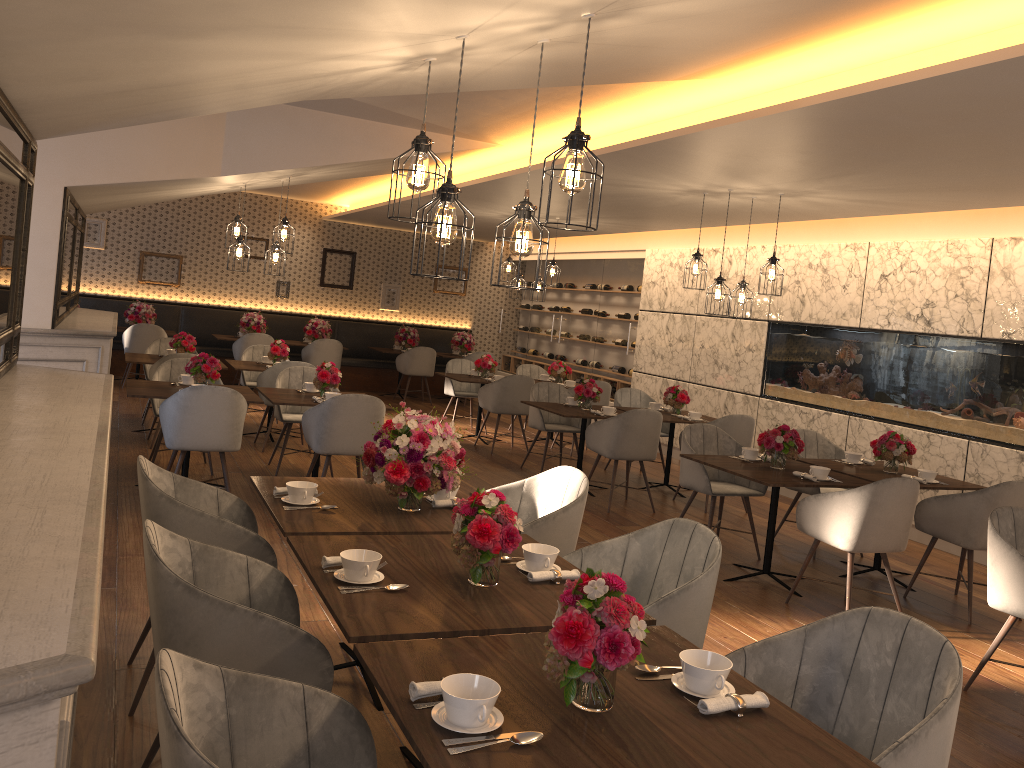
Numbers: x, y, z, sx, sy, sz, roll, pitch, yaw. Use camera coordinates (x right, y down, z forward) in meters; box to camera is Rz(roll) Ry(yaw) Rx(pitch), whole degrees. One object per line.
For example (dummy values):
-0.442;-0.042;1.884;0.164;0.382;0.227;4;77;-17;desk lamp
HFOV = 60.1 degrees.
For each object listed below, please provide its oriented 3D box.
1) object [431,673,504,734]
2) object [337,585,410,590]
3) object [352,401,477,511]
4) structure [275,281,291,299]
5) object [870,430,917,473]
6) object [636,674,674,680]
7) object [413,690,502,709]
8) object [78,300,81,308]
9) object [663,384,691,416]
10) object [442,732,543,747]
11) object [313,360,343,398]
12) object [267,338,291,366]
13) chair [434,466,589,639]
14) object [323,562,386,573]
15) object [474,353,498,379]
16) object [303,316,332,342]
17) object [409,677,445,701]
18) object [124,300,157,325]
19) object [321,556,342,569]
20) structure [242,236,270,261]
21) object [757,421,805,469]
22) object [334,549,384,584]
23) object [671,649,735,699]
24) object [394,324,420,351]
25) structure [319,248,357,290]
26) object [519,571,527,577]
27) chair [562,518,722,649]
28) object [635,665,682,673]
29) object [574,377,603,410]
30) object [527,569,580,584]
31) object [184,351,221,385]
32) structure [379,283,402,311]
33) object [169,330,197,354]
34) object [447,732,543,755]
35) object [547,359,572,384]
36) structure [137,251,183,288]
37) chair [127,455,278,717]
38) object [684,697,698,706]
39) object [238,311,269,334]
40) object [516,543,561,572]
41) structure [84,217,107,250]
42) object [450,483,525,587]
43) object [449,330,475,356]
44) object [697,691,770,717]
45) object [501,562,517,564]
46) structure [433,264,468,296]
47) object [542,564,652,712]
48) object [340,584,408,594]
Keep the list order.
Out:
-0.088;0.649;1.797;0.148;0.072;0.148;7;4;18;object
-0.397;0.586;2.555;0.210;0.004;0.022;4;5;-24;object
-0.389;0.290;3.549;0.419;0.424;0.407;4;4;-36;object
-3.616;-1.490;13.983;0.215;0.277;0.018;5;2;-24;structure
2.614;0.455;6.085;0.305;0.301;0.235;6;3;-3;object
0.392;0.706;2.139;0.210;0.004;0.022;4;5;-24;object
-0.114;0.664;1.874;0.192;0.024;0.025;4;4;-24;object
-5.999;-1.010;11.857;0.406;0.424;0.420;7;3;18;object
1.577;0.146;8.437;0.234;0.301;0.306;5;3;-23;object
-0.036;0.694;1.737;0.210;0.004;0.022;4;5;-24;object
-1.427;-0.041;6.886;0.234;0.301;0.306;6;3;-5;object
-2.363;-0.320;9.004;0.234;0.301;0.306;6;3;-5;object
0.013;0.801;3.940;0.525;0.871;0.567;5;3;-24;chair
-0.475;0.556;2.691;0.192;0.024;0.025;4;4;-24;object
-0.300;-0.215;10.338;0.235;0.301;0.304;9;4;43;object
-2.900;-0.799;13.231;0.419;0.424;0.407;5;3;-22;object
-0.136;0.652;1.901;0.175;0.039;0.056;4;4;-24;object
-5.135;-0.950;12.239;0.419;0.424;0.407;4;4;-36;object
-0.497;0.544;2.719;0.175;0.039;0.056;4;4;-24;object
-4.013;-2.114;13.763;0.448;0.344;0.016;4;2;-24;structure
1.739;0.394;5.724;0.305;0.301;0.234;7;3;8;object
-0.449;0.541;2.614;0.148;0.072;0.148;7;4;18;object
0.451;0.682;2.078;0.148;0.072;0.148;7;4;18;object
-1.638;-0.714;13.811;0.406;0.424;0.420;7;3;18;object
-2.812;-1.855;14.313;0.543;0.631;0.035;5;2;-24;structure
0.111;0.607;2.820;0.192;0.024;0.025;4;4;-24;object
0.392;0.914;3.082;0.525;0.871;0.567;5;3;-24;chair
0.385;0.696;2.174;0.197;0.015;0.043;4;5;-28;object
0.700;0.084;8.075;0.235;0.301;0.304;9;4;43;object
0.134;0.605;2.792;0.175;0.039;0.056;4;4;-24;object
-2.275;-0.098;6.492;0.306;0.301;0.234;9;4;41;object
-2.012;-1.437;14.691;0.339;0.439;0.035;5;2;-24;structure
-3.211;-0.377;8.610;0.306;0.301;0.234;9;4;41;object
-0.028;0.692;1.702;0.197;0.015;0.043;4;5;-28;object
0.575;-0.152;10.697;0.305;0.301;0.235;6;3;-3;object
-5.253;-1.713;13.231;0.600;0.484;0.032;4;2;-24;structure
-1.187;0.721;3.381;0.525;0.871;0.567;5;3;-24;chair
0.472;0.715;2.002;0.192;0.024;0.025;4;4;-24;object
-3.787;-0.867;12.942;0.406;0.424;0.420;7;3;19;object
0.090;0.574;2.895;0.148;0.072;0.148;7;4;18;object
-6.073;-2.186;12.833;0.339;0.439;0.035;5;2;-24;structure
-0.071;0.457;2.710;0.234;0.301;0.306;6;3;-5;object
-0.788;-0.657;14.205;0.406;0.424;0.420;7;3;19;object
0.495;0.713;1.975;0.175;0.039;0.056;4;4;-24;object
0.031;0.598;2.957;0.210;0.004;0.022;4;5;-24;object
-1.037;-1.766;15.099;0.600;0.484;0.032;4;2;-24;structure
0.193;0.548;1.935;0.235;0.301;0.305;7;3;23;object
-0.389;0.584;2.520;0.197;0.015;0.043;4;5;-28;object
